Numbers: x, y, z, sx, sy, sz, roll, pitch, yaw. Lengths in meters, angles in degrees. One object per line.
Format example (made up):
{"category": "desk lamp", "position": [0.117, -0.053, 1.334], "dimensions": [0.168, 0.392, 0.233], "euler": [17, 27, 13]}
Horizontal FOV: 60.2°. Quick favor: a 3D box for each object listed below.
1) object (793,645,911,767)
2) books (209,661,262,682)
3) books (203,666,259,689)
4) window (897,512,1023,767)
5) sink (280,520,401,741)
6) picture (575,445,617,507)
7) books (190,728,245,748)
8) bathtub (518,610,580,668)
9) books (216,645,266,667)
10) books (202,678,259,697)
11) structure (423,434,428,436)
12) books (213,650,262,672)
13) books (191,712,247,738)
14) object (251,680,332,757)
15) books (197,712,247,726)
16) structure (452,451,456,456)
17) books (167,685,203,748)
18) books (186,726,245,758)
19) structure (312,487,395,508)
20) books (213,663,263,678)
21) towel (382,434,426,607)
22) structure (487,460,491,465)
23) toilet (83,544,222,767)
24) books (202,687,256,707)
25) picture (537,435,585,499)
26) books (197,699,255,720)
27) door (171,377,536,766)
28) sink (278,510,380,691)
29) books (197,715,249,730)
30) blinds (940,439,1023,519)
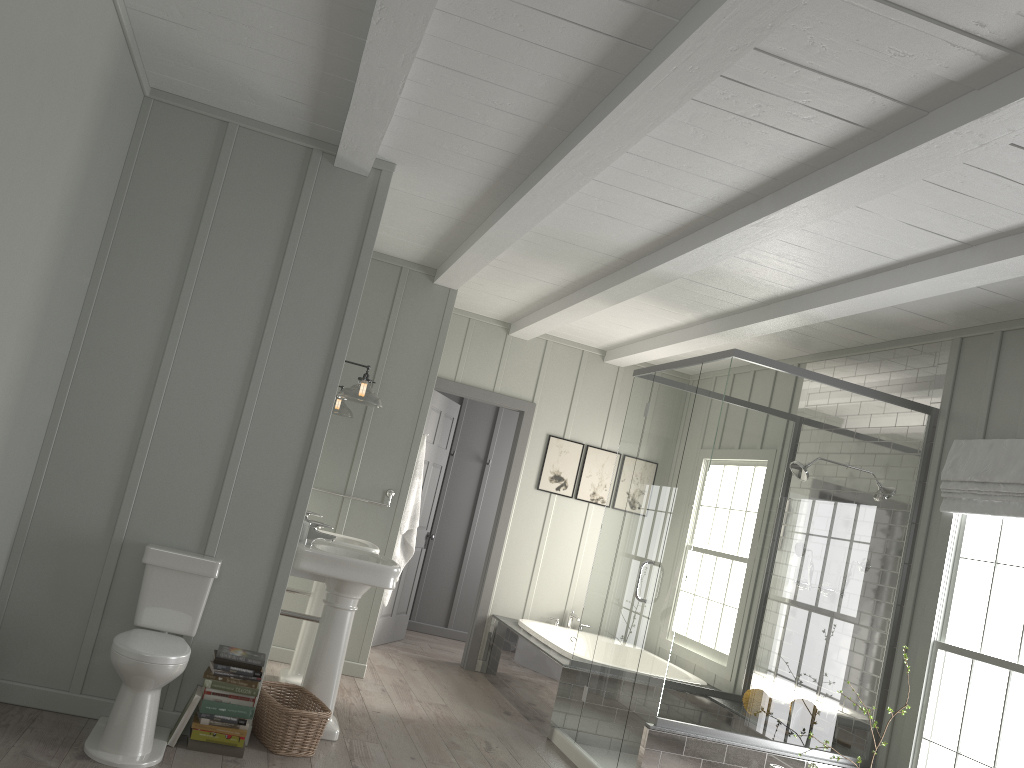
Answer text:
{"category": "object", "position": [1.605, 1.762, 4.227], "dimensions": [0.509, 1.113, 0.280], "euler": [15, -6, -13]}
{"category": "books", "position": [-1.214, 1.260, 3.878], "dimensions": [0.203, 0.025, 0.153], "euler": [17, -9, -23]}
{"category": "books", "position": [-1.222, 1.282, 3.866], "dimensions": [0.231, 0.024, 0.150], "euler": [15, -8, -6]}
{"category": "window", "position": [2.209, 1.245, 3.878], "dimensions": [0.089, 1.943, 1.072], "euler": [15, -7, -14]}
{"category": "sink", "position": [-0.942, 1.236, 4.493], "dimensions": [0.560, 1.010, 0.578], "euler": [15, -7, -13]}
{"category": "picture", "position": [0.719, 0.766, 7.326], "dimensions": [0.309, 0.460, 0.012], "euler": [15, -6, -11]}
{"category": "books", "position": [-1.276, 1.513, 3.837], "dimensions": [0.220, 0.041, 0.165], "euler": [16, -8, -14]}
{"category": "bathtub", "position": [0.643, 2.017, 6.410], "dimensions": [1.036, 0.488, 1.586], "euler": [15, -8, -13]}
{"category": "books", "position": [-1.187, 1.191, 3.876], "dimensions": [0.205, 0.024, 0.152], "euler": [15, -8, -11]}
{"category": "books", "position": [-1.226, 1.308, 3.864], "dimensions": [0.232, 0.032, 0.173], "euler": [15, -8, -12]}
{"category": "structure", "position": [-0.625, 0.352, 6.183], "dimensions": [0.078, 0.056, 0.057], "euler": [15, -7, -12]}
{"category": "books", "position": [-1.203, 1.211, 3.871], "dimensions": [0.204, 0.024, 0.152], "euler": [16, -8, -16]}
{"category": "books", "position": [-1.269, 1.482, 3.843], "dimensions": [0.230, 0.024, 0.151], "euler": [15, -8, -12]}
{"category": "object", "position": [-1.054, 1.571, 4.145], "dimensions": [0.284, 0.220, 0.479], "euler": [18, -9, -31]}
{"category": "books", "position": [-1.257, 1.435, 3.846], "dimensions": [0.205, 0.024, 0.152], "euler": [15, -8, -12]}
{"category": "structure", "position": [-0.563, 0.661, 8.418], "dimensions": [0.019, 0.051, 0.138], "euler": [15, -8, -14]}
{"category": "books", "position": [-1.409, 1.433, 3.816], "dimensions": [0.090, 0.234, 0.173], "euler": [15, -7, -14]}
{"category": "books", "position": [-1.287, 1.558, 3.845], "dimensions": [0.236, 0.049, 0.167], "euler": [16, -8, -15]}
{"category": "structure", "position": [-1.073, 0.697, 5.860], "dimensions": [0.595, 0.122, 0.055], "euler": [15, -7, -11]}
{"category": "books", "position": [-1.198, 1.238, 3.871], "dimensions": [0.204, 0.024, 0.152], "euler": [16, -8, -13]}
{"category": "towel", "position": [-0.708, 0.944, 6.138], "dimensions": [0.160, 1.200, 0.322], "euler": [14, -6, -9]}
{"category": "structure", "position": [-0.230, 0.753, 8.493], "dimensions": [0.019, 0.051, 0.138], "euler": [15, -8, -14]}
{"category": "toilet", "position": [-1.479, 1.107, 3.667], "dimensions": [0.328, 0.784, 0.533], "euler": [15, -7, -13]}
{"category": "books", "position": [-1.239, 1.348, 3.866], "dimensions": [0.219, 0.051, 0.158], "euler": [16, -8, -17]}
{"category": "picture", "position": [0.402, 0.680, 7.262], "dimensions": [0.309, 0.460, 0.012], "euler": [15, -6, -11]}
{"category": "books", "position": [-1.250, 1.398, 3.855], "dimensions": [0.224, 0.053, 0.163], "euler": [17, -8, -22]}
{"category": "door", "position": [0.035, 0.785, 3.942], "dimensions": [4.207, 2.188, 7.905], "euler": [15, -8, -14]}
{"category": "sink", "position": [-1.168, 1.295, 5.284], "dimensions": [0.560, 1.010, 0.578], "euler": [15, -7, -13]}
{"category": "books", "position": [-1.262, 1.460, 3.856], "dimensions": [0.203, 0.025, 0.153], "euler": [17, -9, -22]}
{"category": "blinds", "position": [2.327, 0.420, 3.958], "dimensions": [0.071, 0.379, 1.047], "euler": [15, -8, -14]}
